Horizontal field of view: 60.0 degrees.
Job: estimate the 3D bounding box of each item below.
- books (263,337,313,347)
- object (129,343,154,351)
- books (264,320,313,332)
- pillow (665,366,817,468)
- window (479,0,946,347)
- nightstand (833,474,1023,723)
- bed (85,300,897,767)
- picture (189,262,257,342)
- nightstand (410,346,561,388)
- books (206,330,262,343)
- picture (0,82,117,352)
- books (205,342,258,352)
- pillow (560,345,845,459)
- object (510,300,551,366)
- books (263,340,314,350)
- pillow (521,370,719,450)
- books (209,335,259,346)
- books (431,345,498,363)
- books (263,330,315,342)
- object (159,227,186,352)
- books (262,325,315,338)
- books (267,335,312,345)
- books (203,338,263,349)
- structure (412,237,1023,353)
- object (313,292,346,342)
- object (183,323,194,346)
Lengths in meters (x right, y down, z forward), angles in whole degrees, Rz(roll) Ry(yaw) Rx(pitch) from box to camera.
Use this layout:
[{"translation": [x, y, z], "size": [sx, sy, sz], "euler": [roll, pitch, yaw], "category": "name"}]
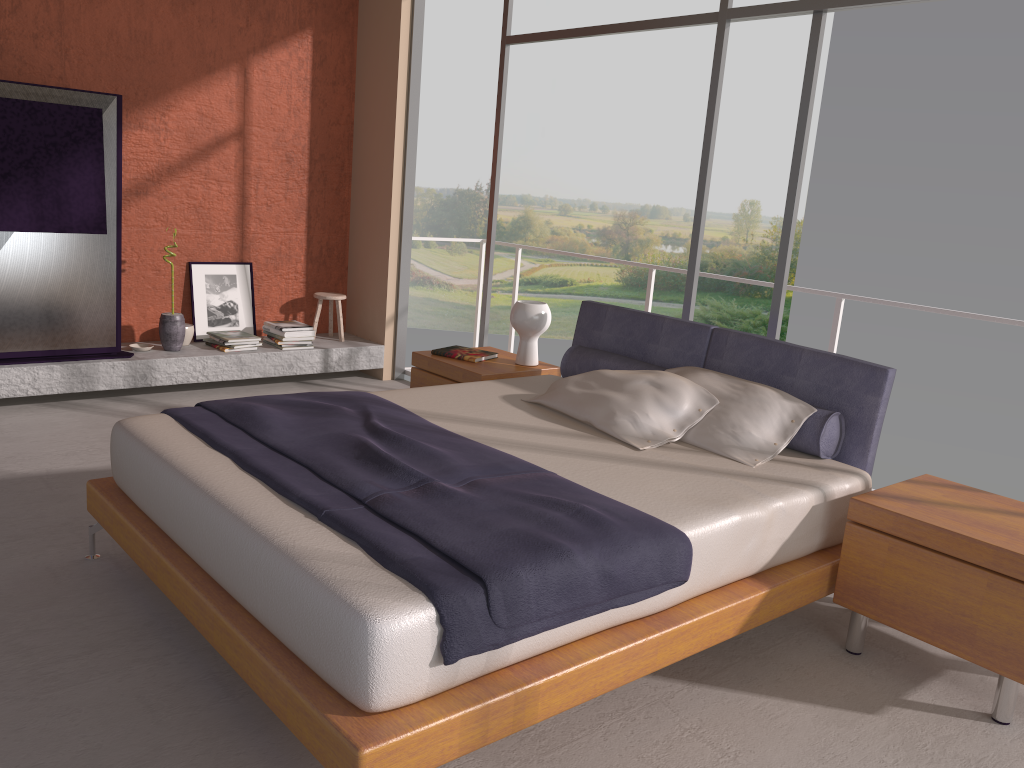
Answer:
[{"translation": [-1.608, -0.306, 6.373], "size": [0.247, 0.018, 0.287], "euler": [-6, 16, -40], "category": "books"}, {"translation": [-2.424, -0.232, 5.800], "size": [0.152, 0.040, 0.152], "euler": [3, 12, -6], "category": "object"}, {"translation": [-1.599, -0.415, 6.349], "size": [0.247, 0.025, 0.287], "euler": [-6, 16, -40], "category": "books"}, {"translation": [0.807, 0.114, 3.635], "size": [0.400, 0.265, 0.791], "euler": [-5, 16, -37], "category": "pillow"}, {"translation": [1.833, -0.705, 3.541], "size": [0.075, 3.133, 6.106], "euler": [-6, 16, -40], "category": "window"}, {"translation": [1.539, 0.700, 3.017], "size": [0.562, 0.556, 0.628], "euler": [-6, 16, -40], "category": "nightstand"}, {"translation": [-0.025, 0.300, 3.348], "size": [2.462, 0.959, 2.017], "euler": [-6, 16, -40], "category": "bed"}, {"translation": [-2.055, -0.588, 6.316], "size": [0.458, 0.550, 0.117], "euler": [-6, 16, -40], "category": "picture"}, {"translation": [-0.164, 0.134, 4.953], "size": [0.562, 0.556, 0.628], "euler": [-6, 16, -40], "category": "nightstand"}, {"translation": [-1.919, -0.330, 6.120], "size": [0.247, 0.018, 0.328], "euler": [-7, 17, -43], "category": "books"}, {"translation": [-2.819, -0.932, 5.049], "size": [1.129, 1.496, 0.126], "euler": [-6, 16, -40], "category": "picture"}, {"translation": [-1.936, -0.264, 6.125], "size": [0.247, 0.025, 0.287], "euler": [-7, 17, -43], "category": "books"}, {"translation": [0.783, 0.049, 3.967], "size": [0.205, 0.201, 1.470], "euler": [-6, 16, -40], "category": "pillow"}, {"translation": [0.094, -0.276, 4.813], "size": [0.224, 0.338, 0.224], "euler": [-2, 14, -29], "category": "object"}, {"translation": [-1.605, -0.287, 6.372], "size": [0.247, 0.018, 0.328], "euler": [-5, 16, -39], "category": "books"}, {"translation": [0.435, 0.061, 3.780], "size": [0.431, 0.264, 0.869], "euler": [-3, 15, -33], "category": "pillow"}, {"translation": [-1.916, -0.308, 6.121], "size": [0.247, 0.025, 0.287], "euler": [-5, 16, -38], "category": "books"}, {"translation": [-0.261, -0.168, 4.933], "size": [0.287, 0.025, 0.247], "euler": [12, 14, 29], "category": "books"}, {"translation": [-1.600, -0.352, 6.358], "size": [0.247, 0.027, 0.328], "euler": [-5, 16, -39], "category": "books"}, {"translation": [-2.220, -0.617, 5.792], "size": [0.165, 0.810, 0.165], "euler": [1, 13, -18], "category": "object"}, {"translation": [-1.597, -0.383, 6.351], "size": [0.247, 0.038, 0.319], "euler": [-7, 17, -43], "category": "books"}, {"translation": [-1.593, -0.320, 6.348], "size": [0.247, 0.025, 0.287], "euler": [-2, 14, -30], "category": "books"}, {"translation": [-1.930, -0.289, 6.135], "size": [0.328, 0.018, 0.247], "euler": [13, 15, 32], "category": "books"}, {"translation": [1.934, 0.180, 4.153], "size": [0.728, 1.005, 7.689], "euler": [-6, 16, -40], "category": "structure"}, {"translation": [-1.369, -0.506, 6.706], "size": [0.260, 0.349, 0.257], "euler": [9, 13, 18], "category": "object"}, {"translation": [-2.269, -0.335, 6.063], "size": [0.179, 0.137, 0.180], "euler": [-2, 14, -28], "category": "object"}]
